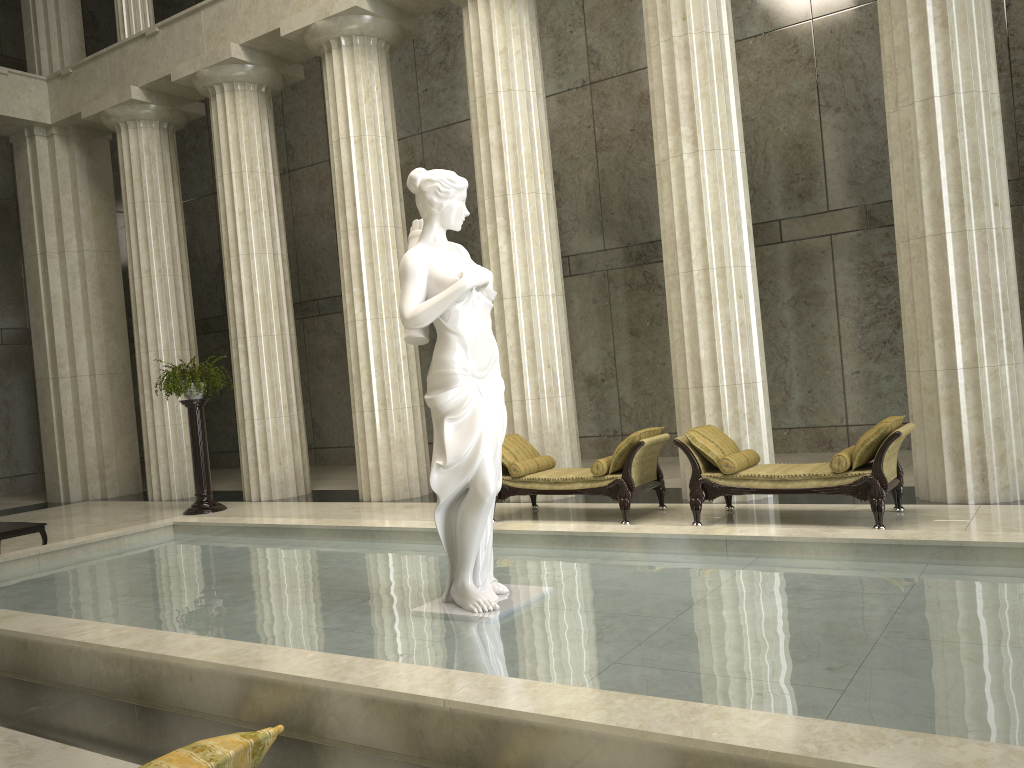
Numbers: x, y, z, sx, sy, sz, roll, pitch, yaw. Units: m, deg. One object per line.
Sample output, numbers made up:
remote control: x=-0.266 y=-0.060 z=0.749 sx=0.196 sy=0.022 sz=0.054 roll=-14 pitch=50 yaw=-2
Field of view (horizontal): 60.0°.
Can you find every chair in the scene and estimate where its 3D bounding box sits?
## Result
chair: x=-1.504 y=1.303 z=2.163 sx=2.172 sy=0.950 sz=0.993 roll=-5 pitch=1 yaw=33
chair: x=2.739 y=0.849 z=8.641 sx=2.172 sy=0.950 sz=0.993 roll=-5 pitch=1 yaw=33
chair: x=0.685 y=1.022 z=9.998 sx=2.172 sy=0.950 sz=0.993 roll=-5 pitch=1 yaw=33

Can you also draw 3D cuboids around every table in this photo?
table: x=-5.834 y=1.849 z=9.629 sx=1.123 sy=0.494 sz=1.134 roll=-5 pitch=1 yaw=32

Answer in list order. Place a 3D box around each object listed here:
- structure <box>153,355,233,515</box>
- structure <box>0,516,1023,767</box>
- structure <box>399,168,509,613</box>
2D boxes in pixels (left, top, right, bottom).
structure: x=-4.806 y=0.764 z=13.569 sx=1.159 sy=2.386 sz=1.053 roll=-5 pitch=1 yaw=38
structure: x=-0.201 y=1.553 z=5.949 sx=11.573 sy=0.508 sz=3.754 roll=-5 pitch=1 yaw=33
structure: x=-0.325 y=0.105 z=5.898 sx=0.729 sy=3.044 sz=0.940 roll=-5 pitch=1 yaw=28
